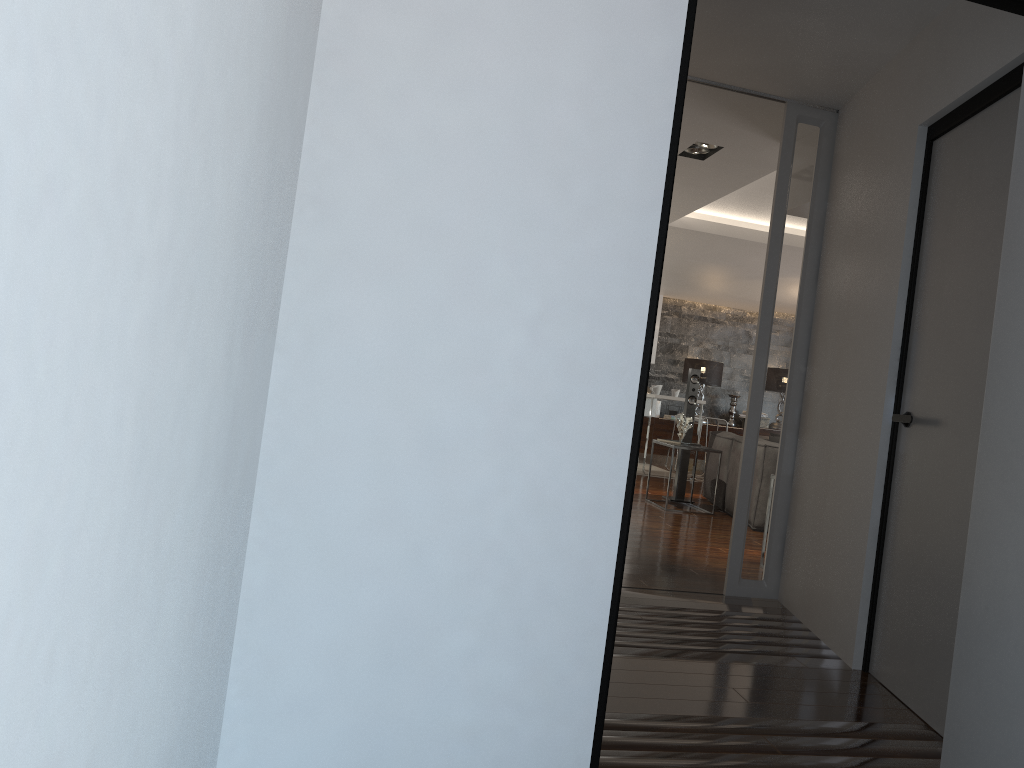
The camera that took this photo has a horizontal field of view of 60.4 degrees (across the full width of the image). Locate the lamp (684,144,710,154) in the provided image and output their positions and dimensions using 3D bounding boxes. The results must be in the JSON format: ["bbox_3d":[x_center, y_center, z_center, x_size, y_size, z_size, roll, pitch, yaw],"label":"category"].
[{"bbox_3d":[1.173,-1.504,5.603,0.182,0.077,0.171,8,0,-16],"label":"lamp"}]

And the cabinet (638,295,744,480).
[{"bbox_3d":[1.791,-0.122,11.137,7.087,2.501,4.341,7,0,-12],"label":"cabinet"}]

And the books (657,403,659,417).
[{"bbox_3d":[2.132,0.387,12.985,0.021,0.205,0.152,8,-1,-8],"label":"books"}]

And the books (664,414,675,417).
[{"bbox_3d":[2.372,0.476,12.907,0.239,0.024,0.158,7,0,-33],"label":"books"}]

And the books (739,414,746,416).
[{"bbox_3d":[3.660,0.491,13.521,0.241,0.011,0.333,7,0,31],"label":"books"}]

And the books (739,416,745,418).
[{"bbox_3d":[3.670,0.525,13.519,0.240,0.011,0.335,7,0,36],"label":"books"}]

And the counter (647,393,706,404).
[{"bbox_3d":[0.207,-0.057,11.624,4.127,0.041,2.628,7,0,-12],"label":"counter"}]

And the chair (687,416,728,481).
[{"bbox_3d":[2.493,0.827,11.284,0.441,0.800,0.411,8,-1,-11],"label":"chair"}]

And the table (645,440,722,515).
[{"bbox_3d":[1.521,0.823,7.839,0.461,0.563,0.587,8,-1,-10],"label":"table"}]

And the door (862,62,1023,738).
[{"bbox_3d":[1.482,0.051,2.868,0.154,2.094,0.997,8,-1,2],"label":"door"}]

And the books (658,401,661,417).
[{"bbox_3d":[2.154,0.371,13.011,0.024,0.243,0.171,8,-1,-8],"label":"books"}]

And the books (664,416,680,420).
[{"bbox_3d":[2.373,0.505,12.916,0.255,0.034,0.171,7,0,-33],"label":"books"}]

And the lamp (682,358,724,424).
[{"bbox_3d":[2.850,0.112,13.306,0.615,0.934,0.570,8,-1,-21],"label":"lamp"}]

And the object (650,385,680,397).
[{"bbox_3d":[1.961,0.086,11.325,0.448,0.133,0.183,7,0,-12],"label":"object"}]

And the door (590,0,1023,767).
[{"bbox_3d":[0.847,-0.031,1.700,1.024,2.094,0.956,8,-1,-11],"label":"door"}]

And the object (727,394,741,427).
[{"bbox_3d":[3.378,0.409,13.471,0.198,0.486,0.218,7,-1,37],"label":"object"}]

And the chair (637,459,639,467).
[{"bbox_3d":[1.424,0.687,11.464,0.441,0.800,0.411,8,-1,-11],"label":"chair"}]

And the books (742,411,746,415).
[{"bbox_3d":[3.724,0.486,13.578,0.274,0.109,0.321,7,0,-1],"label":"books"}]

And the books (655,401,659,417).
[{"bbox_3d":[2.113,0.365,12.978,0.019,0.244,0.171,8,-1,-8],"label":"books"}]

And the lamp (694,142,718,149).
[{"bbox_3d":[1.198,-1.500,5.428,0.179,0.077,0.175,7,0,-5],"label":"lamp"}]

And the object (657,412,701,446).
[{"bbox_3d":[1.530,0.395,7.968,0.300,0.288,0.269,8,-1,-41],"label":"object"}]

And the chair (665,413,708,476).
[{"bbox_3d":[2.394,0.814,11.967,0.441,0.800,0.411,8,-1,-11],"label":"chair"}]

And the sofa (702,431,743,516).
[{"bbox_3d":[3.112,0.957,7.760,2.499,0.704,2.721,7,0,-1],"label":"sofa"}]

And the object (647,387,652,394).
[{"bbox_3d":[1.864,-0.013,13.035,0.415,0.298,0.575,7,0,2],"label":"object"}]
